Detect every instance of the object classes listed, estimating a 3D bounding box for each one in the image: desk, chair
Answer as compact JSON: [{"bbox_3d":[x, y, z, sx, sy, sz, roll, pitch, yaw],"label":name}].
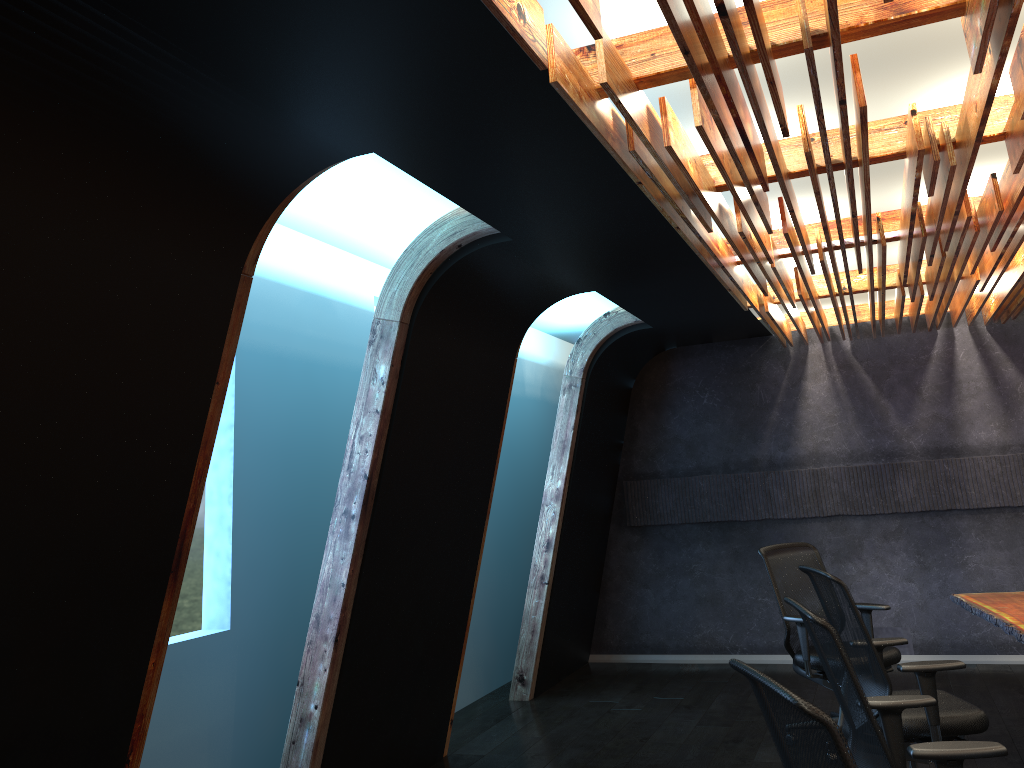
[{"bbox_3d":[2.763,1.465,2.691,2.021,0.838,6.544,-7,-8,22],"label":"desk"},{"bbox_3d":[2.144,1.681,5.699,0.813,1.272,0.775,5,-15,-33],"label":"chair"},{"bbox_3d":[1.478,1.393,3.076,0.795,1.272,0.792,-5,-13,6],"label":"chair"},{"bbox_3d":[1.018,1.285,1.987,0.797,1.272,0.791,-3,-13,-4],"label":"chair"},{"bbox_3d":[1.947,1.515,4.290,0.796,1.272,0.791,-4,-13,1],"label":"chair"}]

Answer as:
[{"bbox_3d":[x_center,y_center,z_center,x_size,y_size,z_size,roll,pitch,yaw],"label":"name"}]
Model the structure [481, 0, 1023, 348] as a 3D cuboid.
[{"bbox_3d":[2.664,0.175,2.510,4.494,3.069,11.272,-8,-9,22],"label":"structure"}]
